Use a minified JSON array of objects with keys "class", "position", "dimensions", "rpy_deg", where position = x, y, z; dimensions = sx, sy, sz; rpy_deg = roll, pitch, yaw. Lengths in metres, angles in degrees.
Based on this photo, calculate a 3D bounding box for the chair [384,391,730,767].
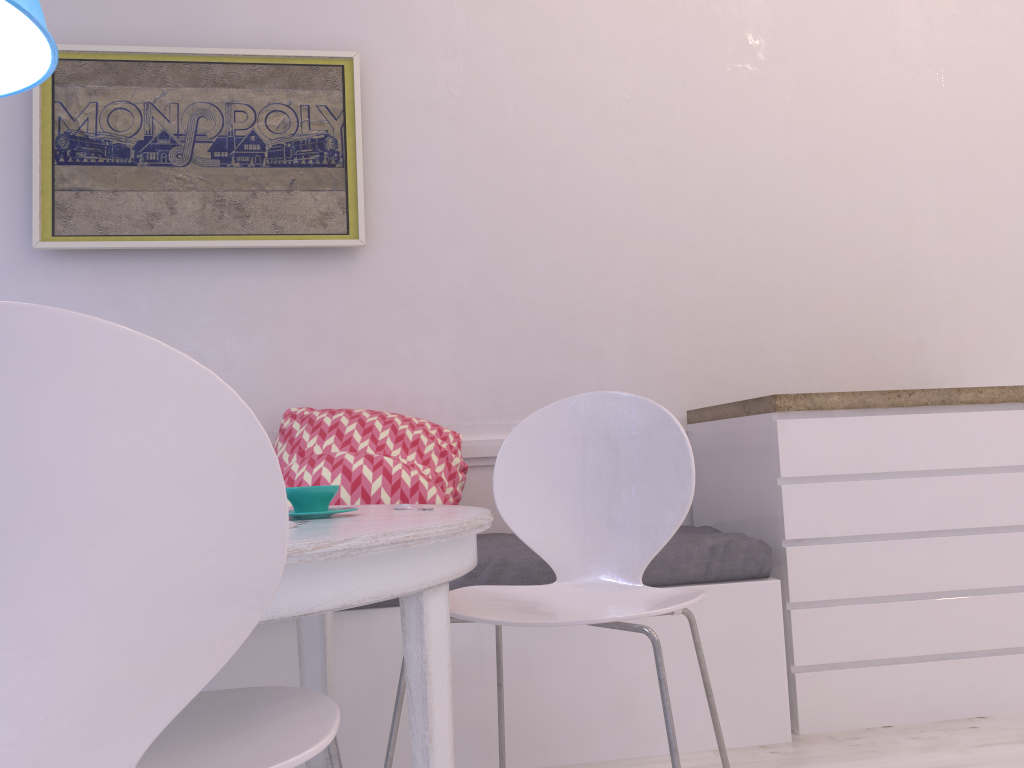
[{"class":"chair","position":[0.099,0.422,1.646],"dimensions":[0.604,0.845,0.483],"rpy_deg":[-5,-6,26]}]

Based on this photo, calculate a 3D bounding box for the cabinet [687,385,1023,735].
[{"class":"cabinet","position":[1.151,0.459,2.622],"dimensions":[1.036,0.842,0.654],"rpy_deg":[-2,-5,-9]}]

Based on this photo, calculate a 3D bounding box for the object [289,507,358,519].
[{"class":"object","position":[-0.317,0.205,1.400],"dimensions":[0.147,0.011,0.147],"rpy_deg":[-2,-5,-6]}]

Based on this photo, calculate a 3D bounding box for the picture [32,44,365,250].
[{"class":"picture","position":[-0.953,-0.729,2.730],"dimensions":[0.971,0.629,0.020],"rpy_deg":[-2,-5,-9]}]

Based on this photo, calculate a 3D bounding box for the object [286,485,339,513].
[{"class":"object","position":[-0.318,0.184,1.402],"dimensions":[0.088,0.043,0.088],"rpy_deg":[-3,-5,-1]}]

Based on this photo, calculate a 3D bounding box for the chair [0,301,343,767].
[{"class":"chair","position":[-0.426,0.379,0.878],"dimensions":[0.604,0.845,0.483],"rpy_deg":[-2,-5,-9]}]

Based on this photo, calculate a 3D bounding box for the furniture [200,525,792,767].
[{"class":"furniture","position":[-1.017,0.693,2.227],"dimensions":[3.296,0.508,0.769],"rpy_deg":[-2,-5,-9]}]

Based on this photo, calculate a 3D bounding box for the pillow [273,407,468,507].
[{"class":"pillow","position":[-0.415,0.259,2.511],"dimensions":[0.587,0.424,0.491],"rpy_deg":[-2,-5,-6]}]

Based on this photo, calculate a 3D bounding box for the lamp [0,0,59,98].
[{"class":"lamp","position":[-1.059,-1.514,1.445],"dimensions":[0.568,1.948,0.568],"rpy_deg":[-5,-6,25]}]

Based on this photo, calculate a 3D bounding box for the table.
[{"class":"table","position":[-0.583,0.530,1.295],"dimensions":[1.140,0.629,1.140],"rpy_deg":[-4,-5,20]}]
